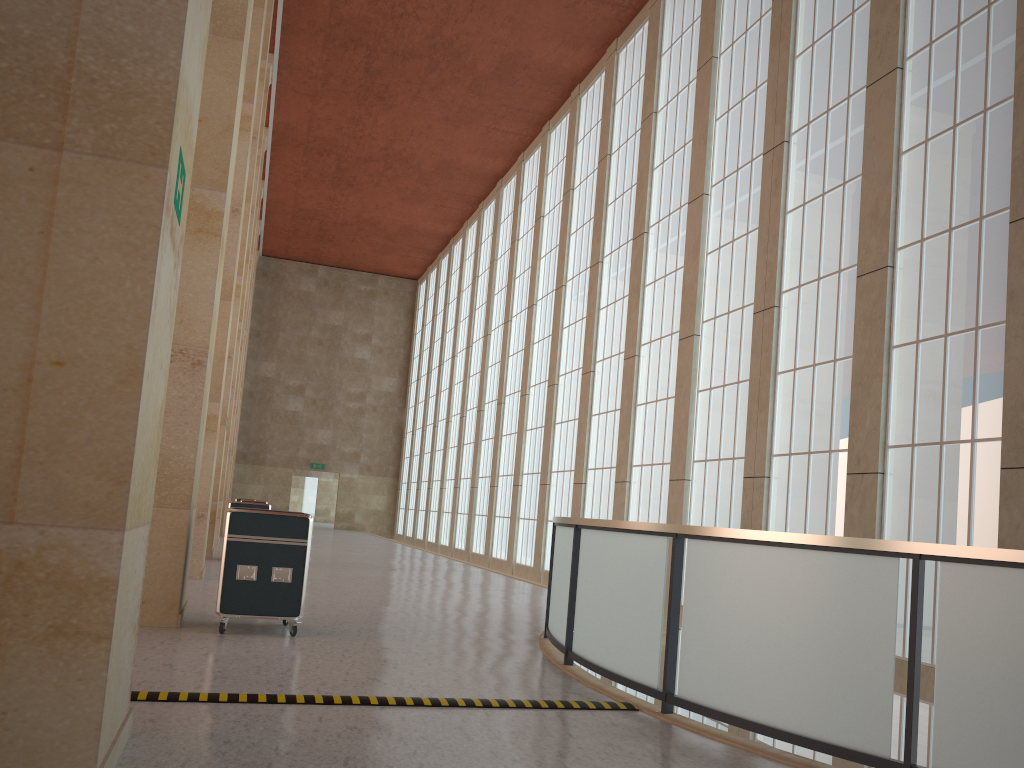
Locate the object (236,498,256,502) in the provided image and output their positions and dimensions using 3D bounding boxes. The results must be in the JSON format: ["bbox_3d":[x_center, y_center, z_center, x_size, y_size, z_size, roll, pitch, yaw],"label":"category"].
[{"bbox_3d":[-14.733,7.082,48.700,1.057,1.533,1.278,7,-7,-16],"label":"object"}]

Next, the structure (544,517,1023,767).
[{"bbox_3d":[3.524,2.616,9.816,5.263,1.784,13.124,9,-9,-26],"label":"structure"}]

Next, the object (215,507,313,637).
[{"bbox_3d":[-3.227,2.408,11.481,1.057,1.533,1.278,7,-7,-16],"label":"object"}]

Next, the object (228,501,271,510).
[{"bbox_3d":[-6.977,3.884,23.303,1.057,1.533,1.278,7,-7,-16],"label":"object"}]

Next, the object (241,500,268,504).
[{"bbox_3d":[-10.654,5.541,36.273,1.057,1.533,1.278,7,-7,-16],"label":"object"}]

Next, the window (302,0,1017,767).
[{"bbox_3d":[-11.824,8.730,73.608,0.010,28.465,165.728,6,-9,-16],"label":"window"}]
